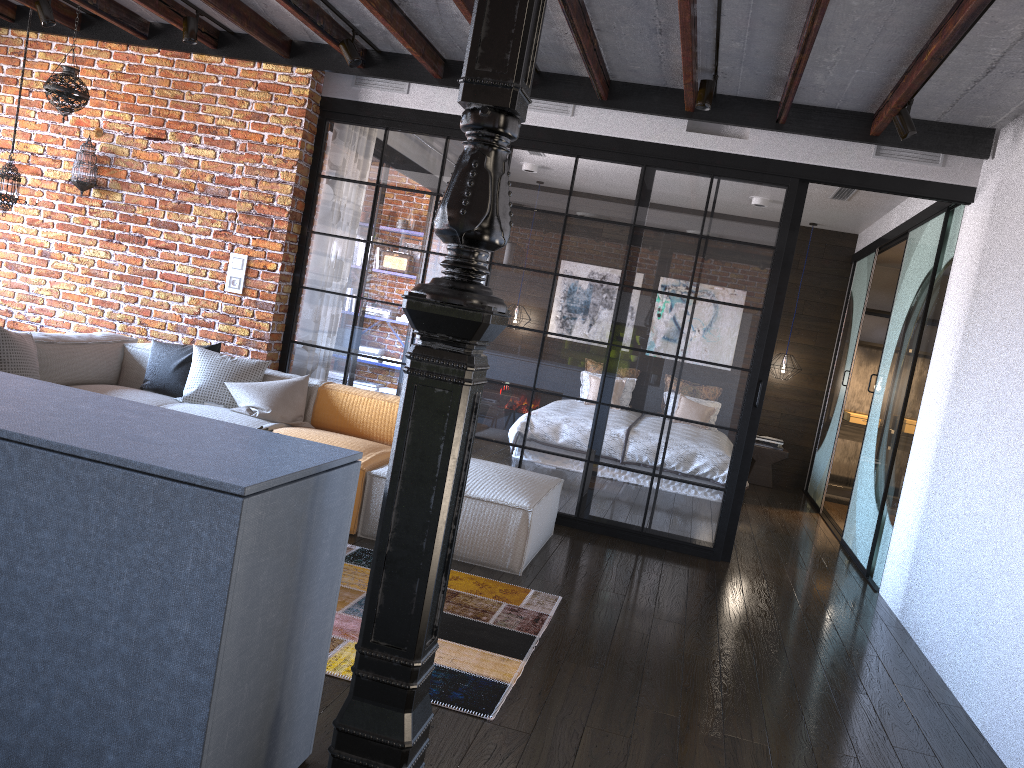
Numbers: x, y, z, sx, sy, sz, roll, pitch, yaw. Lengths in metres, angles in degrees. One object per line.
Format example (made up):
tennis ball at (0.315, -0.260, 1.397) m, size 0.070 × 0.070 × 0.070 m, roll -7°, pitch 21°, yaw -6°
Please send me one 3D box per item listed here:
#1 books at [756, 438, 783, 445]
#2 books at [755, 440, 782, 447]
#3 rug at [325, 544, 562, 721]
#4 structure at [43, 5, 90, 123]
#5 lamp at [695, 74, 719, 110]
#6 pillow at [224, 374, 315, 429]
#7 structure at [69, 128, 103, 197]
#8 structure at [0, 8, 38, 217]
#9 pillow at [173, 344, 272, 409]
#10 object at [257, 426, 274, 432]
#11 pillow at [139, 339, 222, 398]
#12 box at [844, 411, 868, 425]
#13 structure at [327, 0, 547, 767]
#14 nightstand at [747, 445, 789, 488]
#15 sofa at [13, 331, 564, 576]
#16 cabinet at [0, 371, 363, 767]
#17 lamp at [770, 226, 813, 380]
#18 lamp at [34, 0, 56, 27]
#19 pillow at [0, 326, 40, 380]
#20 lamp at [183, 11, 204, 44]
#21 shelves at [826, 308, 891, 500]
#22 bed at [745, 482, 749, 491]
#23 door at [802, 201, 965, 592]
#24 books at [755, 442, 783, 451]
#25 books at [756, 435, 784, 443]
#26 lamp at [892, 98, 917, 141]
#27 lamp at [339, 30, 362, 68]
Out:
books at (2.656, 0.581, 9.229) m, size 0.303 × 0.017 × 0.228 m, roll 11°, pitch 4°, yaw 10°
books at (2.646, 0.605, 9.235) m, size 0.292 × 0.034 × 0.233 m, roll 13°, pitch 5°, yaw 28°
rug at (-1.041, 0.800, 3.696) m, size 2.363 × 0.013 × 1.431 m, roll 11°, pitch 4°, yaw 11°
structure at (-2.811, -2.060, 5.660) m, size 0.265 × 0.779 × 0.273 m, roll 7°, pitch 6°, yaw -39°
lamp at (1.050, -1.560, 4.731) m, size 0.114 × 0.184 × 0.082 m, roll 8°, pitch 5°, yaw -24°
pillow at (-1.417, 0.080, 5.235) m, size 0.485 × 0.314 × 0.358 m, roll 7°, pitch 6°, yaw -36°
structure at (-2.864, -1.501, 5.966) m, size 0.169 × 0.483 × 0.169 m, roll 11°, pitch 5°, yaw 11°
structure at (-3.250, -1.815, 5.836) m, size 0.338 × 1.438 × 0.389 m, roll 11°, pitch 5°, yaw 12°
pillow at (-1.752, -0.021, 5.371) m, size 0.495 × 0.354 × 0.293 m, roll 10°, pitch 5°, yaw -3°
object at (-1.012, 0.289, 3.612) m, size 0.099 × 0.223 × 0.093 m, roll 7°, pitch 6°, yaw -39°
pillow at (-2.064, -0.103, 5.490) m, size 0.510 × 0.400 × 0.263 m, roll 11°, pitch 5°, yaw 6°
box at (3.541, 0.357, 8.978) m, size 0.295 × 0.083 × 0.401 m, roll 11°, pitch 4°, yaw 11°
structure at (-0.615, -0.510, 5.942) m, size 0.481 × 2.395 × 8.508 m, roll 10°, pitch 4°, yaw -8°
nightstand at (2.609, 0.846, 9.257) m, size 0.456 × 0.400 × 0.300 m, roll 11°, pitch 5°, yaw 11°
sofa at (-1.494, 0.327, 4.519) m, size 3.300 × 0.698 × 2.535 m, roll 11°, pitch 4°, yaw 11°
cabinet at (-1.948, 0.318, 2.334) m, size 2.959 × 0.844 × 0.607 m, roll 11°, pitch 5°, yaw 11°
lamp at (2.922, -0.829, 9.091) m, size 0.348 × 1.592 × 0.348 m, roll 11°, pitch 5°, yaw 4°
lamp at (-2.915, -2.340, 5.546) m, size 0.134 × 0.208 × 0.090 m, roll 9°, pitch 5°, yaw -21°
pillow at (-2.590, -0.128, 4.615) m, size 0.250 × 0.402 × 0.543 m, roll 10°, pitch 5°, yaw -6°
lamp at (-1.929, -2.150, 5.343) m, size 0.113 × 0.194 × 0.085 m, roll 9°, pitch 5°, yaw -18°
shelves at (4.237, 0.435, 7.053) m, size 2.654 × 2.130 × 4.058 m, roll 11°, pitch 5°, yaw 11°
bed at (1.188, 0.572, 8.725) m, size 2.232 × 0.509 × 2.121 m, roll 11°, pitch 4°, yaw 10°
door at (2.889, 0.011, 7.288) m, size 0.138 × 2.594 × 4.184 m, roll 11°, pitch 5°, yaw 11°
books at (2.653, 0.638, 9.239) m, size 0.316 × 0.028 × 0.258 m, roll 11°, pitch 4°, yaw 11°
books at (2.663, 0.566, 9.235) m, size 0.307 × 0.014 × 0.247 m, roll 11°, pitch 4°, yaw 13°
lamp at (2.014, -1.355, 4.547) m, size 0.146 × 0.210 × 0.093 m, roll 11°, pitch 5°, yaw 7°
lamp at (-0.933, -1.944, 5.152) m, size 0.150 × 0.210 × 0.093 m, roll 11°, pitch 5°, yaw 13°
